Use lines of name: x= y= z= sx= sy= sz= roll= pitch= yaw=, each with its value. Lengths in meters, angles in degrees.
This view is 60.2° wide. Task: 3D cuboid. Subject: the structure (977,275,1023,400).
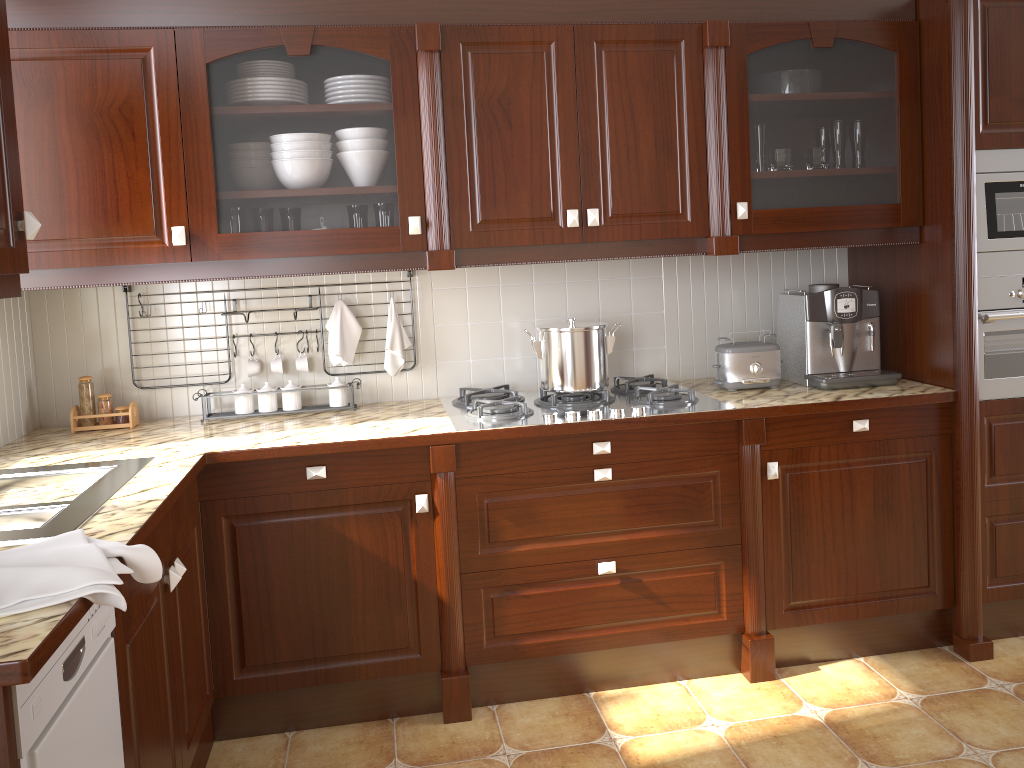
structure: x=1.627 y=-0.151 z=2.723 sx=0.494 sy=0.373 sz=0.041 roll=-4 pitch=4 yaw=-9

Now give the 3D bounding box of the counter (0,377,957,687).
counter: x=0.014 y=0.180 z=2.126 sx=2.784 sy=0.032 sz=1.838 roll=-4 pitch=8 yaw=-9

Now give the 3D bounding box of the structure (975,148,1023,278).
structure: x=1.582 y=-0.549 z=2.853 sx=0.495 sy=0.384 sz=0.318 roll=-4 pitch=6 yaw=-9

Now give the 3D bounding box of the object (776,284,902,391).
object: x=1.065 y=-0.165 z=2.910 sx=0.275 sy=0.320 sz=0.325 roll=-4 pitch=6 yaw=-9

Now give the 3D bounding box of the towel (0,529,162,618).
towel: x=-0.738 y=0.314 z=1.414 sx=0.330 sy=0.097 sz=0.345 roll=5 pitch=11 yaw=44

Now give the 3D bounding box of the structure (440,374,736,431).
structure: x=0.201 y=0.041 z=2.767 sx=0.816 sy=0.046 sz=0.595 roll=-4 pitch=8 yaw=-9

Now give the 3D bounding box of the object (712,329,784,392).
object: x=0.769 y=-0.079 z=2.876 sx=0.243 sy=0.187 sz=0.141 roll=-4 pitch=6 yaw=-8

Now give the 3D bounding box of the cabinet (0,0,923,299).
cabinet: x=0.002 y=-0.634 z=1.871 sx=2.782 sy=0.774 sz=1.378 roll=-4 pitch=7 yaw=-9

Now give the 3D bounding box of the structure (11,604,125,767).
structure: x=-0.834 y=0.733 z=1.340 sx=0.379 sy=0.742 sz=0.426 roll=-4 pitch=5 yaw=-9
